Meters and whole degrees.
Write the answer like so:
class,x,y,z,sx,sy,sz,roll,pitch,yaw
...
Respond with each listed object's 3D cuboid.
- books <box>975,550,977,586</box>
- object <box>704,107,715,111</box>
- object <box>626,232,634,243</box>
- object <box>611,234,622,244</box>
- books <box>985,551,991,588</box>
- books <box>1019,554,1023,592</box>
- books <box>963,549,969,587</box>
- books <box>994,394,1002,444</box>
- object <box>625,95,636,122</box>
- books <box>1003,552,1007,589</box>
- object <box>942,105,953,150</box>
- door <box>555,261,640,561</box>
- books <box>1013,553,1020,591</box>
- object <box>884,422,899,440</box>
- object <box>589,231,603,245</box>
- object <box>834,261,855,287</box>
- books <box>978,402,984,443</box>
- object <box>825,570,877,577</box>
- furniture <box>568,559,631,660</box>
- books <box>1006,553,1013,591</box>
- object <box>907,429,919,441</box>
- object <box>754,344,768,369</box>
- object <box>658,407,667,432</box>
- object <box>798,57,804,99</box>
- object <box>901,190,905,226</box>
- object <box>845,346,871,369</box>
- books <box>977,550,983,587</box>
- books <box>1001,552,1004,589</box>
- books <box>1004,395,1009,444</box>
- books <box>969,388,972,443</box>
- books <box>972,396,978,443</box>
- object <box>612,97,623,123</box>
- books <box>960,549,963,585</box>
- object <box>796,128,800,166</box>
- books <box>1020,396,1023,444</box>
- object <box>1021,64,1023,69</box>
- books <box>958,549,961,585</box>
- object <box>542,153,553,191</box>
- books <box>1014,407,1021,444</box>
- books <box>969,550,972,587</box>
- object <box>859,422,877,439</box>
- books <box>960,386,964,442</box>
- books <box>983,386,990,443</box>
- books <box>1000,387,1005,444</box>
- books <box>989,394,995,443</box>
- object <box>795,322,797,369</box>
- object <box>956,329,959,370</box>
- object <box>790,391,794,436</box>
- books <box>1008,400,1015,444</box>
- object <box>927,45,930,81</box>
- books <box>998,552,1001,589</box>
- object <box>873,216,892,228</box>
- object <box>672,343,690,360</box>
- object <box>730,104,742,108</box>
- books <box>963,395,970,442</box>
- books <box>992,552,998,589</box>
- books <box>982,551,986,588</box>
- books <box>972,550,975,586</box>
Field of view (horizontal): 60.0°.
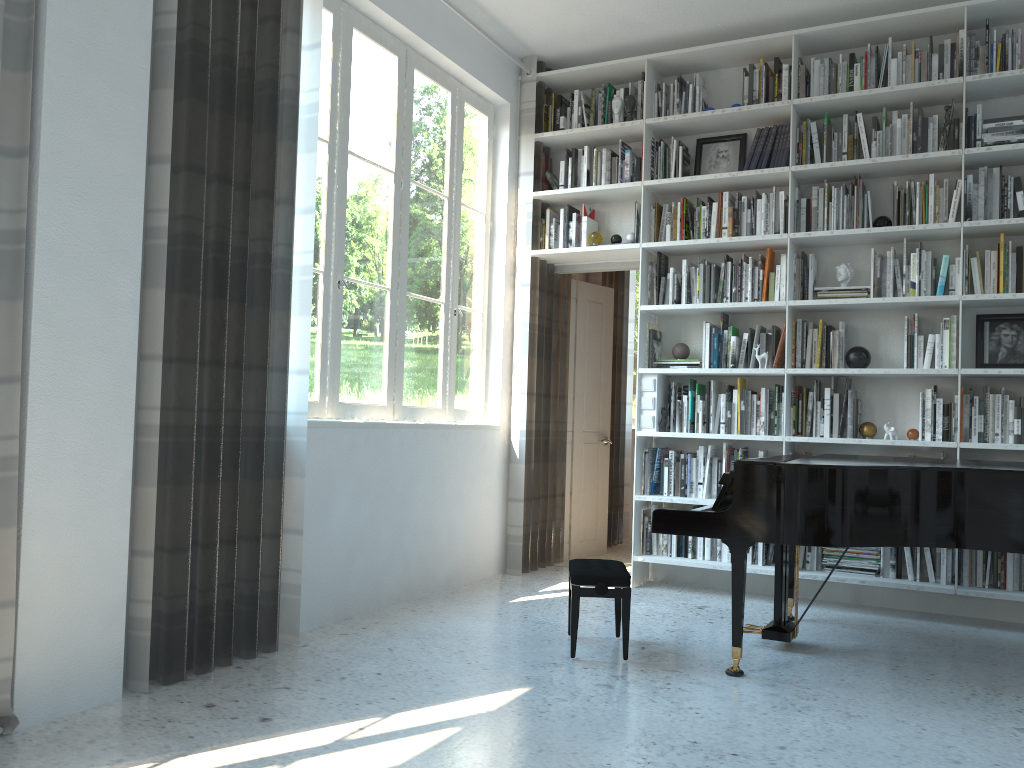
class,x,y,z,sx,sy,sz,roll,pitch,yaw
books,2.377,0.895,4.542,0.010,0.259,0.131,1,-2,27
object,1.165,-1.587,5.228,0.082,0.083,0.082,2,-2,5
object,0.730,-0.890,5.415,0.071,0.072,0.071,2,-2,5
object,0.645,-0.889,5.482,0.071,0.072,0.071,2,-2,5
books,2.420,0.868,4.499,0.034,0.311,0.170,1,-2,27
books,2.552,0.879,4.437,0.026,0.294,0.155,1,-2,27
books,2.323,0.894,4.536,0.026,0.256,0.183,1,-2,27
books,2.466,0.179,4.503,0.027,0.245,0.179,1,-2,27
object,0.710,-1.642,5.339,0.067,0.198,0.067,2,-2,-20
books,2.487,0.898,4.477,0.012,0.255,0.150,1,-2,27
object,2.237,-1.301,4.542,0.075,0.254,0.075,2,-2,6
door,0.697,0.231,6.041,0.834,1.980,0.786,1,-2,27
books,2.531,0.927,4.459,0.030,0.196,0.143,1,-2,27
object,1.995,0.247,4.667,0.060,0.095,0.078,0,-3,44
object,0.520,-0.901,5.492,0.087,0.088,0.087,2,-2,-14
object,1.827,-0.600,4.879,0.095,0.157,0.121,0,-3,41
books,2.400,0.197,4.543,0.024,0.208,0.170,1,-2,27
object,1.839,1.015,4.795,0.254,0.007,0.161,0,-3,30
furniture,0.360,0.928,3.729,0.240,0.353,0.467,2,-2,2
books,2.492,0.921,4.445,0.028,0.206,0.175,1,-2,27
object,2.099,0.265,4.639,0.061,0.062,0.061,2,-2,-14
object,1.378,-0.151,4.909,0.081,0.140,0.044,1,-2,11
object,0.880,0.208,5.170,0.045,0.146,0.045,3,-2,-24
object,1.642,-1.682,5.030,0.012,0.285,0.159,1,-2,27
object,2.103,-0.915,4.763,0.010,0.225,0.142,1,-2,27
object,1.876,-0.138,4.808,0.134,0.135,0.133,2,-2,-14
books,2.388,0.892,4.525,0.025,0.263,0.145,1,-2,27
books,2.476,0.887,4.482,0.012,0.276,0.154,1,-2,27
books,2.506,0.181,4.500,0.021,0.244,0.141,1,-2,27
books,2.361,0.163,4.563,0.011,0.275,0.146,1,-2,27
books,2.372,0.184,4.544,0.027,0.234,0.167,1,-2,27
object,0.638,-1.643,5.376,0.067,0.198,0.067,2,-2,-20
books,2.317,0.905,4.565,0.010,0.237,0.134,1,-2,27
object,1.629,-1.300,5.017,0.012,0.254,0.161,1,-2,27
books,2.565,0.184,4.447,0.029,0.237,0.166,1,-2,27
object,2.624,-1.584,4.467,0.105,0.106,0.104,2,-2,5
books,2.306,0.896,4.568,0.012,0.254,0.161,1,-2,27
object,0.221,-1.335,5.724,0.035,0.295,0.176,1,-2,27
books,2.535,0.210,4.453,0.029,0.183,0.174,1,-2,27
books,2.341,0.872,4.528,0.014,0.300,0.184,1,-2,27
object,1.919,0.250,4.780,0.091,0.092,0.091,2,-2,5
books,2.329,0.159,4.591,0.012,0.285,0.159,1,-2,27
books,2.432,0.157,4.548,0.027,0.290,0.140,1,-2,27
books,2.482,0.161,4.492,0.013,0.282,0.166,1,-2,27
books,2.451,0.179,4.530,0.024,0.247,0.132,1,-2,27
object,1.610,-0.206,4.989,0.012,0.270,0.130,1,-2,27
object,2.326,-0.172,4.625,0.017,0.216,0.103,1,-2,27
object,1.583,0.167,4.973,0.012,0.254,0.161,1,-2,27
books,2.515,0.193,4.469,0.023,0.217,0.174,1,-2,27
object,2.222,-1.657,4.728,0.010,0.246,0.157,1,-2,27
books,2.463,0.905,4.483,0.012,0.238,0.128,1,-2,27
object,1.989,-0.854,4.762,0.097,0.098,0.097,2,-2,-14
object,1.003,-0.190,5.260,0.105,0.106,0.105,2,-2,5
object,1.305,-1.586,5.156,0.082,0.083,0.082,2,-2,5
books,2.346,0.179,4.578,0.029,0.244,0.154,1,-2,27
books,2.449,0.901,4.494,0.022,0.247,0.144,1,-2,27
books,2.400,0.855,4.509,0.012,0.337,0.144,1,-2,27
books,2.362,0.854,4.537,0.014,0.340,0.140,1,-2,27
